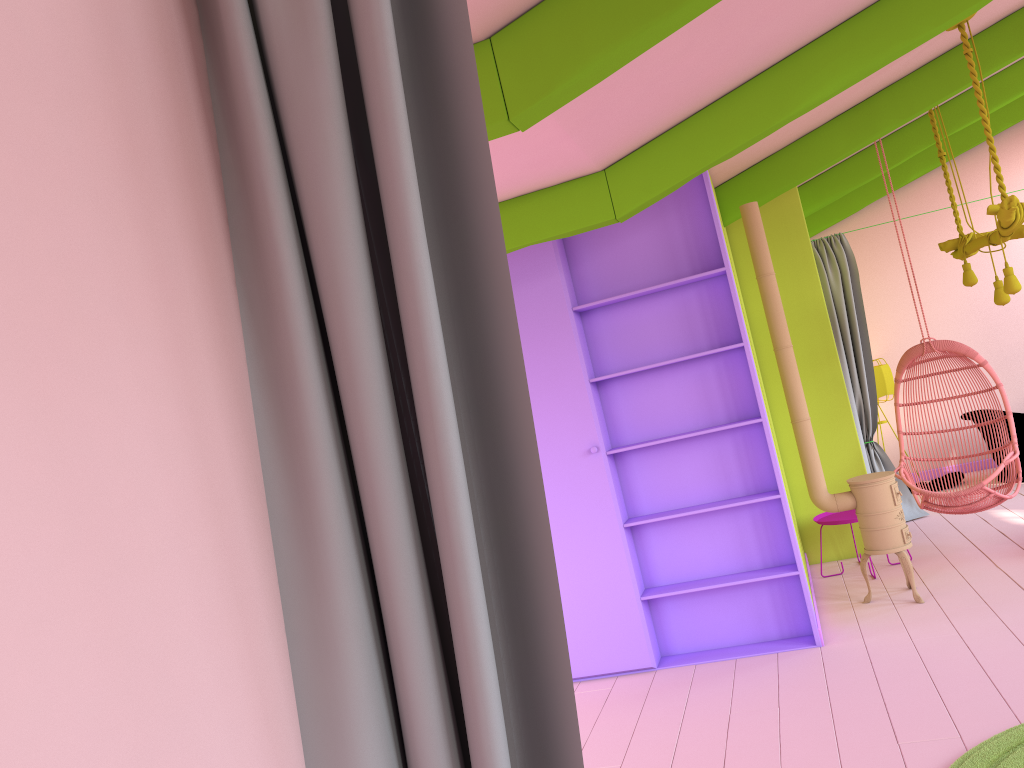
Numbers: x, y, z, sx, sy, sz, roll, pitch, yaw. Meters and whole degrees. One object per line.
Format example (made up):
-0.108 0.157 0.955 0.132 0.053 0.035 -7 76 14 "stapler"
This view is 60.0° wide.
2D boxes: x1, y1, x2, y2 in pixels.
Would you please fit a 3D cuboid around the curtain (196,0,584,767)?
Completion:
-0.094 0.414 0.993 0.518 2.784 0.525 -13 -2 -3 "curtain"

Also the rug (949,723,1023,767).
2.320 1.333 2.751 1.889 0.050 1.889 -13 -2 4 "rug"

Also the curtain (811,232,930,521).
3.287 -0.079 8.426 0.518 2.784 0.525 -13 -2 -3 "curtain"

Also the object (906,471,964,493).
4.376 0.207 6.103 2.829 1.579 7.862 -14 -2 17 "object"

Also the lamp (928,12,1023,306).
3.497 -1.728 6.062 1.610 2.264 1.776 -13 -2 -2 "lamp"

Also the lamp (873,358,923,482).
4.128 0.461 9.945 0.476 1.466 0.492 -11 -2 -44 "lamp"

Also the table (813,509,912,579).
2.674 1.205 6.819 0.595 0.458 0.597 -12 -3 -36 "table"

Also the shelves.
0.679 0.282 5.719 1.843 3.103 0.384 -14 -2 16 "shelves"

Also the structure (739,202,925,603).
2.195 0.077 6.041 0.578 2.813 0.403 -14 -2 33 "structure"

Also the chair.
3.046 -0.557 6.643 0.861 3.128 0.805 -14 -2 36 "chair"

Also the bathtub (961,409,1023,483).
5.593 0.467 8.866 1.890 0.740 0.826 -14 -2 16 "bathtub"
